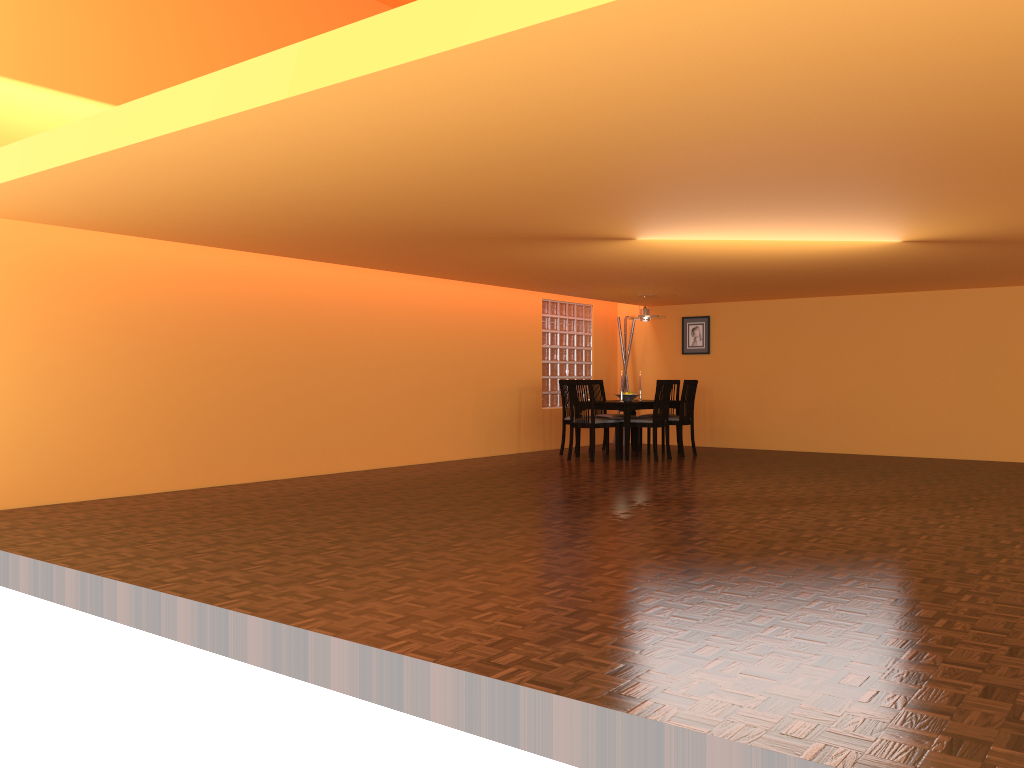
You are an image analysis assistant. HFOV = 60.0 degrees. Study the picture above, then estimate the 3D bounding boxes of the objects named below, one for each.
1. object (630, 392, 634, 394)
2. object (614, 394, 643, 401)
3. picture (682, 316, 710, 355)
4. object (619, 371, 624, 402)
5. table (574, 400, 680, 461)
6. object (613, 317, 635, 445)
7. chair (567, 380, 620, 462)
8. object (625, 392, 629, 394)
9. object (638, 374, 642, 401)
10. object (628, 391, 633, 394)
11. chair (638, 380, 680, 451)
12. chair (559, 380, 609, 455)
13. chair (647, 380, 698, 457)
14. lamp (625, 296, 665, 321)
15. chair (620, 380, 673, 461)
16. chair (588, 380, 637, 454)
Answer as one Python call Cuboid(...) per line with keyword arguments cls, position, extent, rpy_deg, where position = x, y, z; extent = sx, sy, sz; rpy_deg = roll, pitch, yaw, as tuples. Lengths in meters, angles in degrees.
Cuboid(cls="object", position=(1.278, 0.122, 9.356), extent=(0.055, 0.070, 0.066), rpy_deg=(0, 0, 19))
Cuboid(cls="object", position=(1.220, 0.144, 9.374), extent=(0.337, 0.072, 0.337), rpy_deg=(0, 0, 3))
Cuboid(cls="picture", position=(2.209, -0.583, 10.660), extent=(0.361, 0.456, 0.014), rpy_deg=(0, 0, 37))
Cuboid(cls="object", position=(1.127, 0.018, 9.116), extent=(0.044, 0.326, 0.044), rpy_deg=(0, 0, 26))
Cuboid(cls="table", position=(1.255, 0.472, 9.401), extent=(0.697, 0.584, 1.259), rpy_deg=(0, 0, 37))
Cuboid(cls="object", position=(1.410, -0.035, 10.954), extent=(0.226, 1.589, 0.308), rpy_deg=(0, 0, -31))
Cuboid(cls="chair", position=(0.795, 0.362, 8.840), extent=(0.373, 0.809, 0.465), rpy_deg=(0, 0, 42))
Cuboid(cls="object", position=(1.202, 0.110, 9.280), extent=(0.046, 0.046, 0.055), rpy_deg=(0, 0, 20))
Cuboid(cls="object", position=(1.387, 0.016, 9.598), extent=(0.044, 0.326, 0.044), rpy_deg=(0, 0, 26))
Cuboid(cls="object", position=(1.262, 0.108, 9.433), extent=(0.069, 0.066, 0.069), rpy_deg=(0, 0, -43))
Cuboid(cls="chair", position=(1.686, 0.357, 10.001), extent=(0.373, 0.809, 0.465), rpy_deg=(0, 0, 32))
Cuboid(cls="chair", position=(0.756, 0.359, 9.426), extent=(0.465, 0.809, 0.373), rpy_deg=(0, 0, 37))
Cuboid(cls="chair", position=(1.714, 0.359, 9.421), extent=(0.465, 0.809, 0.373), rpy_deg=(0, 0, 37))
Cuboid(cls="lamp", position=(1.448, -0.823, 9.649), extent=(0.435, 0.274, 0.435), rpy_deg=(0, 0, -31))
Cuboid(cls="chair", position=(1.366, 0.361, 8.962), extent=(0.465, 0.809, 0.373), rpy_deg=(0, 0, 37))
Cuboid(cls="chair", position=(1.104, 0.357, 9.885), extent=(0.465, 0.809, 0.373), rpy_deg=(0, 0, 37))
